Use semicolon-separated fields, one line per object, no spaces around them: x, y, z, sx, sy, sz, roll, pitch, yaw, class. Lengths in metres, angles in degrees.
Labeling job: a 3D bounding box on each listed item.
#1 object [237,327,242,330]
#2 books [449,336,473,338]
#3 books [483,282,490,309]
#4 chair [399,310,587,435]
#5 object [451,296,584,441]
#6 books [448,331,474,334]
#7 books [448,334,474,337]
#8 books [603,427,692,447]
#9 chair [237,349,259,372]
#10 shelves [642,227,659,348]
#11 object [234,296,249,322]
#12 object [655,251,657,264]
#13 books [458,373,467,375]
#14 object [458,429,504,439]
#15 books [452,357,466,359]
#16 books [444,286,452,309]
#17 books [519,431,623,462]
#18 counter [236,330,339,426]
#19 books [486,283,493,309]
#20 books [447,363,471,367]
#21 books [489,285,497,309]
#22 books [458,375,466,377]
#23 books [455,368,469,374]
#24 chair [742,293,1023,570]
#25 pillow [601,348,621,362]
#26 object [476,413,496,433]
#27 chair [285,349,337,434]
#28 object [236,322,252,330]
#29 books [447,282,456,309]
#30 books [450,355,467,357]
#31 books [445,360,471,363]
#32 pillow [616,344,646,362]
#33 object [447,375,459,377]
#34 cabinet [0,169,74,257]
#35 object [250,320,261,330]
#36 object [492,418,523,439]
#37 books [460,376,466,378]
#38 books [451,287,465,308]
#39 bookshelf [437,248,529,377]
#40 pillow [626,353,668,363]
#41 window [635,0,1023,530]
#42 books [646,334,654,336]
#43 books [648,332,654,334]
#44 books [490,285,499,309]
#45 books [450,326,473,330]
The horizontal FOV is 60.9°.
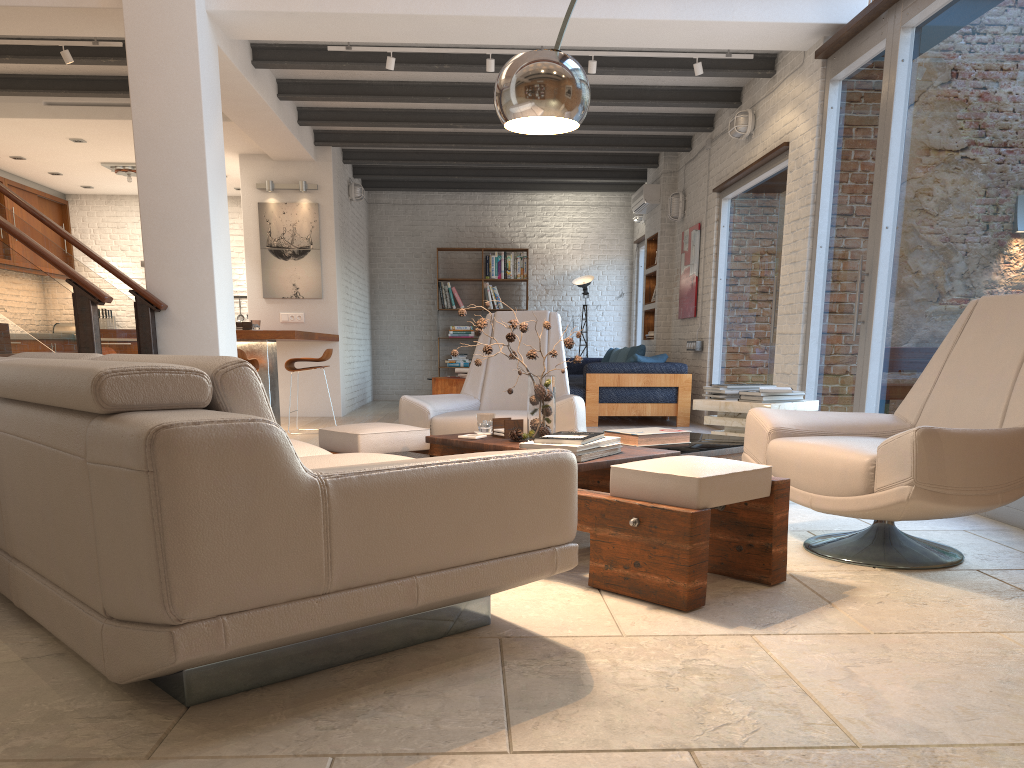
-2.308;-0.496;7.907;0.395;0.036;0.193;0;3;1;object
-0.751;-0.694;12.948;0.355;0.021;0.265;0;2;-3;books
-0.372;-1.291;12.853;0.101;0.395;0.236;0;10;-3;books
-0.028;0.081;5.018;1.025;1.045;0.947;2;8;14;chair
-0.002;-0.057;3.591;0.538;0.624;0.309;-5;11;-31;object
-0.748;-0.760;12.921;0.379;0.037;0.238;0;3;-9;books
-0.760;-0.723;12.935;0.379;0.037;0.238;0;3;-7;books
0.636;0.247;4.108;0.324;0.058;0.250;-1;3;-32;books
-2.432;0.083;7.565;0.405;0.797;0.409;0;10;-3;chair
1.826;-1.172;10.918;0.192;1.468;0.744;0;10;-3;shelves
-3.671;-1.049;12.298;0.669;0.401;0.136;0;11;-3;object
1.825;-1.590;10.780;0.112;0.249;0.210;1;8;5;object
-0.430;-0.111;9.946;0.251;0.011;0.312;-1;3;-28;books
-0.134;0.219;3.926;0.269;0.036;0.244;-1;3;-31;object
-0.793;-0.389;13.031;0.206;0.035;0.129;0;3;-3;books
-0.945;-1.270;12.846;0.102;0.343;0.247;0;9;-3;books
0.233;0.228;3.234;0.248;0.076;0.394;2;3;30;books
-2.746;-0.042;8.706;1.686;0.944;2.436;0;4;-3;counter
-0.334;-1.289;12.832;0.103;0.394;0.236;0;10;-3;books
-0.786;-0.288;13.032;0.326;0.057;0.249;1;3;7;books
-0.281;-1.273;12.848;0.125;0.358;0.264;0;9;-3;books
-0.424;-0.090;9.977;0.251;0.011;0.313;-1;3;-33;books
-0.445;-0.127;10.020;0.320;0.112;0.268;2;4;30;books
1.576;0.155;3.361;0.981;1.027;1.001;-2;8;-18;chair
1.353;-0.288;11.777;0.243;0.408;1.080;0;4;-4;pillow
-0.121;0.179;3.999;0.090;0.087;0.090;-6;10;-43;object
-1.850;0.063;8.116;0.423;0.797;0.391;0;10;-3;chair
-2.439;-0.522;7.937;0.113;0.084;0.092;6;9;42;object
-0.888;-1.292;12.813;0.121;0.392;0.236;0;10;-3;books
-0.799;-0.416;13.032;0.236;0.019;0.167;0;2;-9;books
-0.807;-0.335;13.029;0.379;0.037;0.238;0;3;-3;books
1.399;-0.259;10.454;0.254;0.427;1.182;0;3;-3;pillow
-0.701;-0.101;11.251;0.301;0.028;0.067;-1;4;-25;object
-6.234;-1.944;10.415;0.462;1.190;3.261;0;4;-3;cabinet
-2.311;-0.532;7.866;0.091;0.087;0.089;2;7;12;object
-0.019;0.197;3.901;0.093;0.084;0.112;-4;7;-31;object
-0.421;-0.079;9.964;0.252;0.011;0.312;-1;3;-23;books
-0.797;-1.262;12.846;0.195;0.328;0.247;0;9;-3;books
-0.432;-0.848;12.914;1.318;2.266;0.352;0;12;-2;bookshelf
1.352;-0.154;9.151;0.558;0.337;0.371;-4;8;-42;pillow
2.388;-2.707;6.556;0.648;6.563;12.031;0;5;-3;window
1.791;-0.614;11.010;0.171;0.019;0.231;0;2;-1;books
1.793;-0.641;11.011;0.132;0.035;0.201;1;3;7;books
-0.260;-1.273;12.858;0.125;0.358;0.264;0;9;-3;books
-0.743;-0.828;12.924;0.326;0.057;0.249;0;3;0;books
